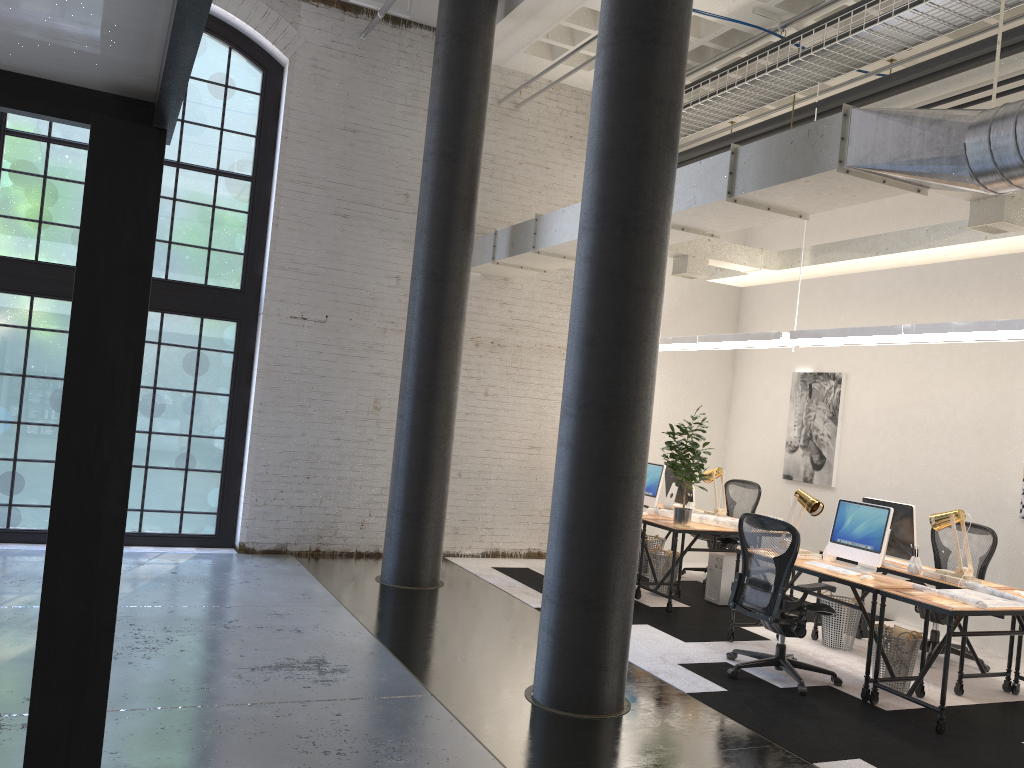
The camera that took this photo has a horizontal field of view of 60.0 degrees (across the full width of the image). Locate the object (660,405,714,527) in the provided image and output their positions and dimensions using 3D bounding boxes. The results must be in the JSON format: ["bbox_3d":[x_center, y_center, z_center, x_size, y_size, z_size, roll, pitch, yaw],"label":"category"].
[{"bbox_3d":[1.527,0.710,7.840,0.439,1.077,0.513,6,-1,-34],"label":"object"}]

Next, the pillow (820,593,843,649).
[{"bbox_3d":[2.524,1.874,6.994,0.120,0.406,0.239,6,-1,-24],"label":"pillow"}]

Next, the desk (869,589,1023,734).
[{"bbox_3d":[3.013,1.726,5.634,1.401,0.724,0.529,6,-1,-25],"label":"desk"}]

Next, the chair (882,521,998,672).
[{"bbox_3d":[3.401,1.623,6.980,0.793,1.085,0.770,7,-1,-41],"label":"chair"}]

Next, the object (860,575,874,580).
[{"bbox_3d":[2.375,1.291,5.918,0.106,0.029,0.059,6,-1,-24],"label":"object"}]

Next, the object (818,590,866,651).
[{"bbox_3d":[2.598,1.868,7.022,0.353,0.435,0.358,6,-1,-28],"label":"object"}]

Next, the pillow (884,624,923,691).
[{"bbox_3d":[2.649,1.861,6.030,0.120,0.406,0.239,6,-1,-24],"label":"pillow"}]

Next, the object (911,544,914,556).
[{"bbox_3d":[2.907,1.267,6.426,0.008,0.207,0.054,6,-1,-42],"label":"object"}]

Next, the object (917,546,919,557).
[{"bbox_3d":[2.926,1.269,6.404,0.008,0.207,0.054,5,-1,30],"label":"object"}]

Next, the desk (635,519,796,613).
[{"bbox_3d":[1.874,1.655,8.060,1.401,0.724,0.529,6,-1,-25],"label":"desk"}]

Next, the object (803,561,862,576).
[{"bbox_3d":[2.243,1.292,6.219,0.119,0.017,0.438,6,-2,-25],"label":"object"}]

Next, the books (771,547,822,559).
[{"bbox_3d":[2.170,1.288,6.768,0.225,0.038,0.308,6,-2,-24],"label":"books"}]

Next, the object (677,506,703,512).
[{"bbox_3d":[1.896,1.315,9.243,0.119,0.017,0.438,6,-2,-25],"label":"object"}]

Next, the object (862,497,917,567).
[{"bbox_3d":[2.846,1.132,6.750,0.190,0.485,0.483,6,-1,-25],"label":"object"}]

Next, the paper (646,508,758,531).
[{"bbox_3d":[1.709,1.234,8.140,1.133,0.082,0.083,4,-2,40],"label":"paper"}]

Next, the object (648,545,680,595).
[{"bbox_3d":[1.438,1.768,8.429,0.353,0.435,0.358,6,-1,-28],"label":"object"}]

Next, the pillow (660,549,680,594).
[{"bbox_3d":[1.510,1.789,8.457,0.120,0.406,0.239,6,-1,-24],"label":"pillow"}]

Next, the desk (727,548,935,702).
[{"bbox_3d":[2.218,1.666,6.340,0.530,0.724,1.400,6,-1,-25],"label":"desk"}]

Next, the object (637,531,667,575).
[{"bbox_3d":[1.459,1.797,9.449,0.353,0.435,0.358,6,-1,-28],"label":"object"}]

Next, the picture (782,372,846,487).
[{"bbox_3d":[3.211,0.467,9.454,0.049,1.183,0.731,6,-1,-25],"label":"picture"}]

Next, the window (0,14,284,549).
[{"bbox_3d":[-3.603,-1.048,8.216,2.492,5.178,0.137,6,-1,-25],"label":"window"}]

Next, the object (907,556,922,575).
[{"bbox_3d":[2.915,1.311,6.416,0.101,0.126,0.101,5,-1,20],"label":"object"}]

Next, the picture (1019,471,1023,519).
[{"bbox_3d":[4.373,0.516,6.924,0.049,1.183,0.731,6,-1,-25],"label":"picture"}]

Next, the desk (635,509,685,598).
[{"bbox_3d":[1.079,1.594,8.766,0.530,0.724,1.400,6,-1,-25],"label":"desk"}]

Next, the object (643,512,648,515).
[{"bbox_3d":[1.235,1.219,8.344,0.106,0.029,0.059,6,-1,-24],"label":"object"}]

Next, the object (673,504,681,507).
[{"bbox_3d":[1.766,1.304,9.545,0.106,0.029,0.059,6,-1,-24],"label":"object"}]

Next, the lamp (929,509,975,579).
[{"bbox_3d":[3.139,1.121,6.328,0.128,0.470,0.344,6,-1,-24],"label":"lamp"}]

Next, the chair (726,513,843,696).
[{"bbox_3d":[1.839,1.442,6.052,0.793,1.085,0.770,7,-1,-41],"label":"chair"}]

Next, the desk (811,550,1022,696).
[{"bbox_3d":[2.986,1.752,6.688,0.530,0.724,1.400,6,-1,-25],"label":"desk"}]

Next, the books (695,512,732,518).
[{"bbox_3d":[1.971,1.297,8.695,0.225,0.038,0.308,6,-2,-24],"label":"books"}]

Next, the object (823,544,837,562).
[{"bbox_3d":[2.374,1.262,6.621,0.101,0.126,0.101,5,-1,20],"label":"object"}]

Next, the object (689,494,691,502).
[{"bbox_3d":[1.775,1.197,8.829,0.054,0.207,0.008,6,-1,-38],"label":"object"}]

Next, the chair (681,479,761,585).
[{"bbox_3d":[2.262,1.551,9.406,0.793,1.085,0.770,7,-1,-41],"label":"chair"}]

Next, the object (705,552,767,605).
[{"bbox_3d":[2.117,1.826,8.339,0.544,0.455,0.221,6,-1,-25],"label":"object"}]

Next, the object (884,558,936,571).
[{"bbox_3d":[3.035,1.387,6.817,0.119,0.017,0.438,6,-2,-25],"label":"object"}]

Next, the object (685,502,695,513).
[{"bbox_3d":[1.776,1.239,8.842,0.101,0.126,0.101,5,-1,20],"label":"object"}]

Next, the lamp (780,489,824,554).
[{"bbox_3d":[2.192,1.037,6.713,0.128,0.470,0.344,6,-1,-24],"label":"lamp"}]

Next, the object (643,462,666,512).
[{"bbox_3d":[1.339,1.012,8.717,0.190,0.485,0.483,6,-1,-25],"label":"object"}]

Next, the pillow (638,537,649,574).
[{"bbox_3d":[1.385,1.802,9.420,0.120,0.406,0.239,6,-1,-24],"label":"pillow"}]

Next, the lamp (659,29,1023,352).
[{"bbox_3d":[3.079,-1.679,6.540,0.226,2.863,7.299,6,-1,-25],"label":"lamp"}]

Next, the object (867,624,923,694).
[{"bbox_3d":[2.577,1.839,6.002,0.353,0.435,0.358,6,-1,-28],"label":"object"}]

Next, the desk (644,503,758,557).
[{"bbox_3d":[1.847,1.680,9.114,0.530,0.724,1.400,6,-1,-25],"label":"desk"}]

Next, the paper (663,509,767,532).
[{"bbox_3d":[1.860,1.251,8.210,1.133,0.082,0.083,5,-1,30],"label":"paper"}]

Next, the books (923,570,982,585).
[{"bbox_3d":[3.110,1.369,6.268,0.225,0.038,0.308,6,-2,-24],"label":"books"}]

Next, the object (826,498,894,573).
[{"bbox_3d":[2.478,1.083,6.291,0.190,0.485,0.483,6,-1,-25],"label":"object"}]

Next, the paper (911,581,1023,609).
[{"bbox_3d":[2.930,1.330,5.615,0.626,0.061,0.567,6,-2,-27],"label":"paper"}]

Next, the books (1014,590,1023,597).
[{"bbox_3d":[3.489,1.408,5.870,0.243,0.019,0.205,5,-2,13],"label":"books"}]

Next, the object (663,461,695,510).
[{"bbox_3d":[1.707,1.061,9.176,0.190,0.485,0.483,6,-1,-25],"label":"object"}]

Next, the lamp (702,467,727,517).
[{"bbox_3d":[2.000,1.050,8.755,0.126,0.470,0.344,6,-1,-24],"label":"lamp"}]

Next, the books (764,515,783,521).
[{"bbox_3d":[2.399,1.245,8.250,0.153,0.030,0.185,6,-2,-27],"label":"books"}]
